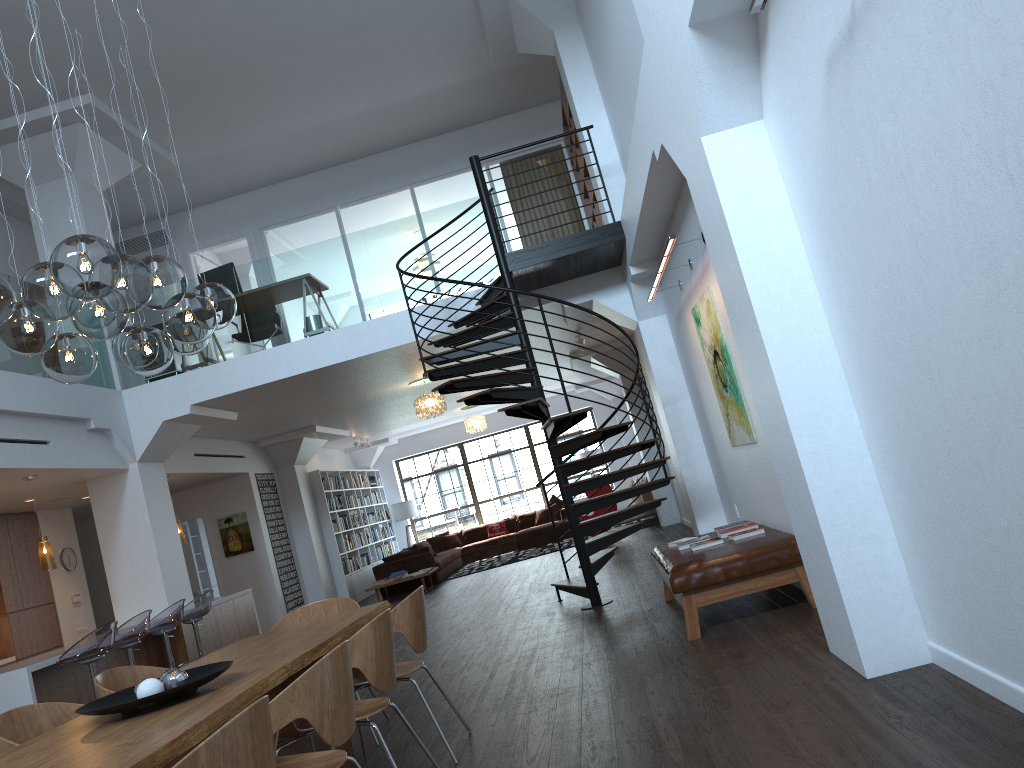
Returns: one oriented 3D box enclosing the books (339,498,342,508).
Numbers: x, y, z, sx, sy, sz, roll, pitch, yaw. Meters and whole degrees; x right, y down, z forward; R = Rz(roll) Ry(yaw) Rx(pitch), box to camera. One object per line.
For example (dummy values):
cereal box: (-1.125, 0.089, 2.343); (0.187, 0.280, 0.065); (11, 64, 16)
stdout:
books: (-3.213, 2.218, 16.273); (0.161, 0.223, 0.032); (-16, -7, 3)

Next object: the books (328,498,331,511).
books: (-3.268, 2.143, 15.571); (0.172, 0.235, 0.112); (-16, -7, 3)

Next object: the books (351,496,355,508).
books: (-3.145, 2.290, 17.101); (0.174, 0.239, 0.045); (-16, -7, 3)

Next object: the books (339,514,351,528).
books: (-3.109, 2.570, 16.448); (0.176, 0.294, 0.102); (-16, -7, 3)

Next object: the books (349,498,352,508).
books: (-3.166, 2.279, 16.924); (0.167, 0.230, 0.037); (-16, -7, 3)

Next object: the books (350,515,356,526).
books: (-3.077, 2.626, 16.829); (0.183, 0.253, 0.042); (-16, -7, 3)

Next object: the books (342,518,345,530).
books: (-3.124, 2.565, 16.081); (0.161, 0.223, 0.027); (-16, -7, 3)

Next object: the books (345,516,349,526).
books: (-3.112, 2.579, 16.350); (0.182, 0.253, 0.034); (-16, -7, 3)

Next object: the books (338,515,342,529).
books: (-3.158, 2.517, 15.891); (0.176, 0.290, 0.053); (-16, -7, 3)

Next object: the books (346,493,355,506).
books: (-3.151, 2.275, 17.180); (0.176, 0.290, 0.053); (-16, -7, 3)

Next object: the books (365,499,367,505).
books: (-3.035, 2.423, 18.134); (0.107, 0.167, 0.017); (-16, -7, 3)

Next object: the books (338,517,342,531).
books: (-3.167, 2.515, 15.831); (0.197, 0.283, 0.065); (-16, -7, 3)

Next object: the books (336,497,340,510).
books: (-3.243, 2.195, 16.127); (0.160, 0.251, 0.039); (-16, -7, 3)

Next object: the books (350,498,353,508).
books: (-3.150, 2.286, 16.982); (0.161, 0.223, 0.027); (-16, -7, 3)

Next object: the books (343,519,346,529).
books: (-3.131, 2.570, 16.141); (0.167, 0.230, 0.037); (-16, -7, 3)

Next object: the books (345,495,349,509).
books: (-3.176, 2.241, 16.682); (0.182, 0.253, 0.034); (-16, -7, 3)

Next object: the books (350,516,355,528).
books: (-3.075, 2.619, 16.716); (0.174, 0.240, 0.054); (-16, -7, 3)

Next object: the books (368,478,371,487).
books: (-3.102, 2.104, 18.810); (0.161, 0.223, 0.033); (-16, -7, 3)

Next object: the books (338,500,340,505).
books: (-3.232, 2.215, 16.200); (0.161, 0.223, 0.033); (-16, -7, 3)

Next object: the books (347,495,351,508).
books: (-3.167, 2.260, 16.855); (0.182, 0.253, 0.034); (-16, -7, 3)

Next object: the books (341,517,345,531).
books: (-3.138, 2.552, 16.057); (0.159, 0.250, 0.026); (-16, -7, 3)

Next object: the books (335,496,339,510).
books: (-3.249, 2.187, 16.088); (0.180, 0.259, 0.042); (-16, -7, 3)

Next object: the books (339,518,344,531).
books: (-3.140, 2.547, 15.964); (0.174, 0.239, 0.045); (-16, -7, 3)

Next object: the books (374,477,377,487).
books: (-3.066, 2.144, 19.351); (0.183, 0.253, 0.042); (-16, -7, 3)

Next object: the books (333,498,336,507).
books: (-3.256, 2.181, 15.911); (0.174, 0.236, 0.142); (-16, -7, 4)

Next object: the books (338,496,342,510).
books: (-3.234, 2.204, 16.239); (0.183, 0.253, 0.042); (-16, -7, 3)

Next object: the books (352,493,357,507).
books: (-3.149, 2.285, 17.241); (0.197, 0.283, 0.065); (-16, -7, 3)

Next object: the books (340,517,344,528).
books: (-3.140, 2.549, 16.015); (0.170, 0.245, 0.057); (-16, -7, 3)

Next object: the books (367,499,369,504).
books: (-3.034, 2.438, 18.312); (0.128, 0.178, 0.021); (-16, -7, 3)

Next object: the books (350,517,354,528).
books: (-3.077, 2.623, 16.672); (0.161, 0.223, 0.032); (-16, -7, 3)

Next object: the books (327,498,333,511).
books: (-3.266, 2.148, 15.654); (0.174, 0.242, 0.105); (-16, -7, 3)

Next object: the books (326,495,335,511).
books: (-3.257, 2.131, 15.733); (0.176, 0.290, 0.053); (-16, -7, 3)

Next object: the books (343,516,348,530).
books: (-3.119, 2.564, 16.211); (0.182, 0.253, 0.034); (-16, -7, 3)

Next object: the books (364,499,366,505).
books: (-3.058, 2.404, 18.031); (0.139, 0.191, 0.036); (-16, -7, 3)

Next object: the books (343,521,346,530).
books: (-3.124, 2.568, 16.107); (0.161, 0.223, 0.026); (-16, -7, 3)

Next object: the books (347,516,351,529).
books: (-3.099, 2.579, 16.383); (0.182, 0.253, 0.034); (-16, -7, 3)

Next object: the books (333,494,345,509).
books: (-3.227, 2.214, 16.466); (0.198, 0.284, 0.049); (-16, -7, 3)

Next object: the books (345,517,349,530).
books: (-3.108, 2.579, 16.310); (0.174, 0.239, 0.045); (-16, -7, 3)

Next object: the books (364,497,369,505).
books: (-3.043, 2.435, 18.287); (0.134, 0.184, 0.030); (-16, -7, 3)

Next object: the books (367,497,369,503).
books: (-3.030, 2.440, 18.333); (0.128, 0.178, 0.022); (-16, -7, 3)

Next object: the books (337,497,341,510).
books: (-3.236, 2.200, 16.165); (0.171, 0.246, 0.039); (-16, -7, 3)

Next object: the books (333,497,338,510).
books: (-3.250, 2.180, 16.002); (0.183, 0.253, 0.042); (-16, -7, 3)

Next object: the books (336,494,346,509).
books: (-3.208, 2.211, 16.517); (0.176, 0.291, 0.053); (-16, -7, 3)

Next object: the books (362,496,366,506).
books: (-3.061, 2.392, 17.973); (0.146, 0.202, 0.027); (-16, -7, 3)

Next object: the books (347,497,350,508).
books: (-3.172, 2.256, 16.755); (0.174, 0.239, 0.045); (-16, -7, 3)

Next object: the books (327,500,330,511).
books: (-3.277, 2.147, 15.509); (0.161, 0.218, 0.101); (-16, -7, 3)

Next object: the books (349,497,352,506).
books: (-3.154, 2.284, 16.955); (0.161, 0.223, 0.026); (-16, -7, 3)

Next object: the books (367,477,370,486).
books: (-3.101, 2.100, 18.777); (0.161, 0.223, 0.032); (-16, -7, 3)

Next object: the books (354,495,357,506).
books: (-3.125, 2.304, 17.311); (0.159, 0.250, 0.026); (-16, -7, 3)

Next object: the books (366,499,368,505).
books: (-3.029, 2.439, 18.222); (0.110, 0.153, 0.019); (-16, -7, 3)

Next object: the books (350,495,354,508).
books: (-3.154, 2.283, 17.051); (0.170, 0.245, 0.057); (-16, -7, 3)

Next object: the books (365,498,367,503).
books: (-3.032, 2.428, 18.159); (0.106, 0.162, 0.032); (-16, -7, 3)

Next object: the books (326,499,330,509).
books: (-3.273, 2.142, 15.539); (0.152, 0.232, 0.104); (-16, -7, 3)

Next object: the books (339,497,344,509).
books: (-3.213, 2.219, 16.349); (0.174, 0.240, 0.054); (-16, -7, 3)

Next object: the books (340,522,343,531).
books: (-3.146, 2.553, 15.928); (0.161, 0.223, 0.027); (-16, -7, 3)
